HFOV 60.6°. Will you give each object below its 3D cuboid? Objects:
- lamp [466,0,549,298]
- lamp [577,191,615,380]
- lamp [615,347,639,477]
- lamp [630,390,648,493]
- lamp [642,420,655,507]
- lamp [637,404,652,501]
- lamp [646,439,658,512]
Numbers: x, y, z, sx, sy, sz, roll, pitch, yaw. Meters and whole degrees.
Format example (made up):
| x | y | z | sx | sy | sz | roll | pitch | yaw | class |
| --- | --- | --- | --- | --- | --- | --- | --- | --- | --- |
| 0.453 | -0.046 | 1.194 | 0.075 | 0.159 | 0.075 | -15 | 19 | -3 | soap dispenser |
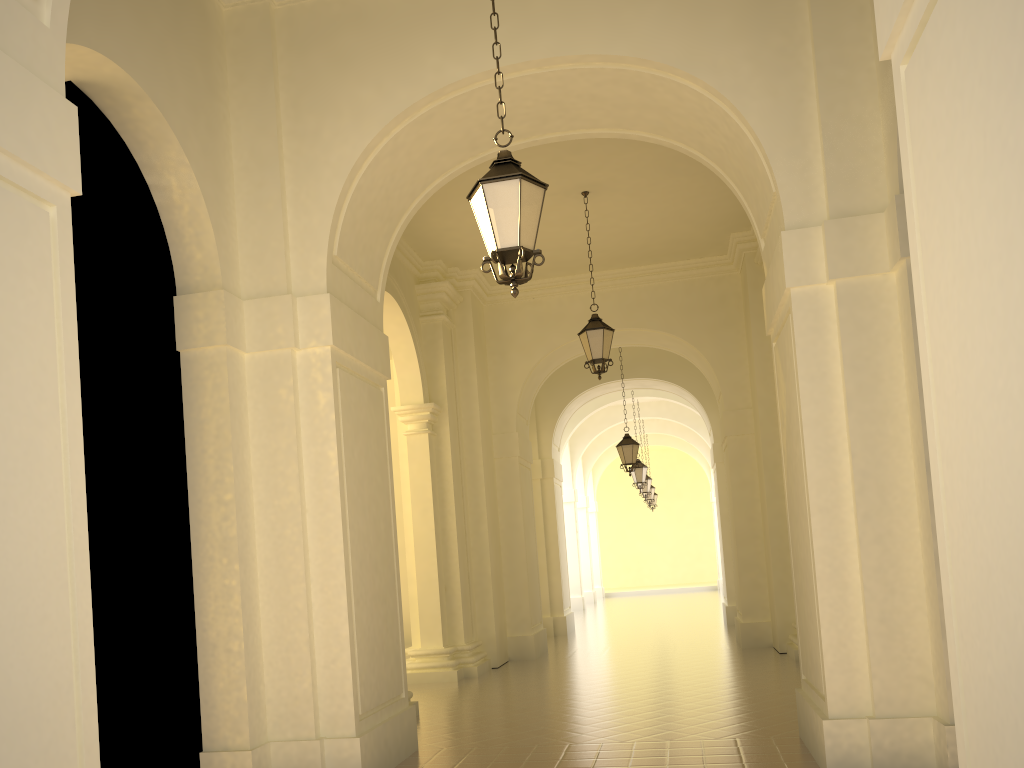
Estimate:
| x | y | z | sx | sy | sz | roll | pitch | yaw | class |
| --- | --- | --- | --- | --- | --- | --- | --- | --- | --- |
| -0.102 | -2.148 | 5.327 | 0.441 | 3.283 | 0.515 | -3 | -3 | -20 | lamp |
| 1.077 | -1.314 | 11.719 | 0.446 | 2.545 | 0.509 | -7 | -4 | 40 | lamp |
| 2.305 | 0.270 | 18.041 | 0.441 | 3.283 | 0.515 | -3 | -3 | -20 | lamp |
| 3.244 | 1.213 | 23.001 | 0.511 | 3.283 | 0.444 | -5 | -3 | 10 | lamp |
| 4.681 | 2.655 | 30.587 | 0.511 | 3.283 | 0.444 | -5 | -3 | 10 | lamp |
| 3.969 | 1.941 | 26.828 | 0.511 | 3.283 | 0.444 | -5 | -3 | 10 | lamp |
| 5.388 | 3.366 | 34.322 | 0.511 | 3.283 | 0.444 | -5 | -3 | 10 | lamp |
